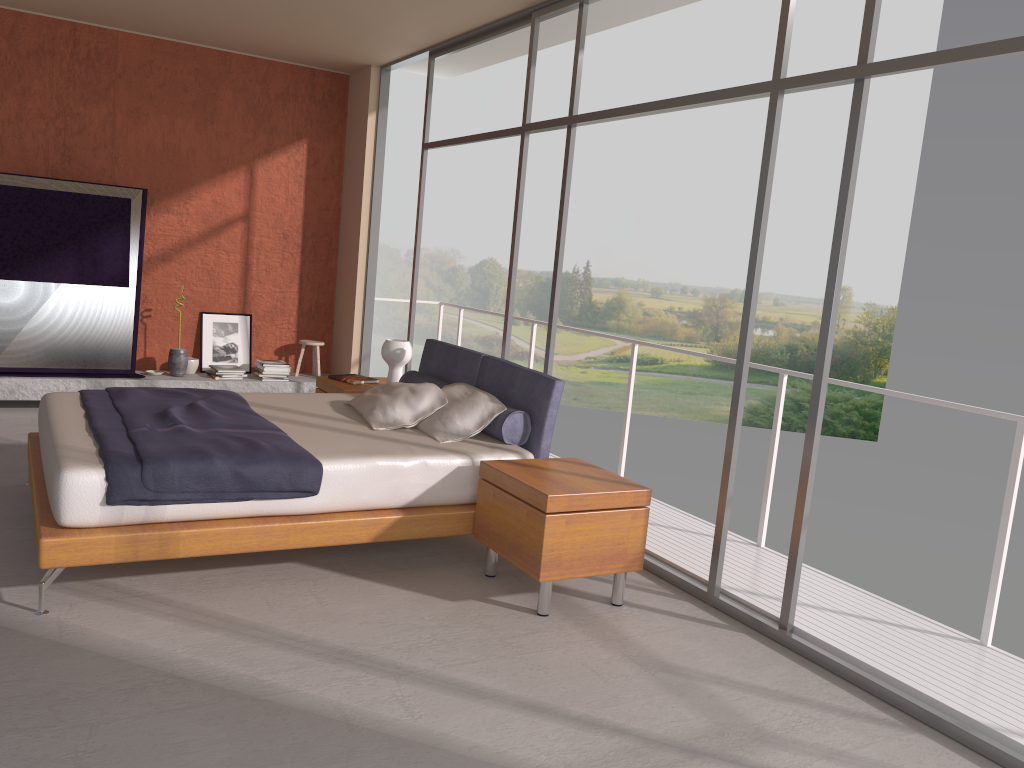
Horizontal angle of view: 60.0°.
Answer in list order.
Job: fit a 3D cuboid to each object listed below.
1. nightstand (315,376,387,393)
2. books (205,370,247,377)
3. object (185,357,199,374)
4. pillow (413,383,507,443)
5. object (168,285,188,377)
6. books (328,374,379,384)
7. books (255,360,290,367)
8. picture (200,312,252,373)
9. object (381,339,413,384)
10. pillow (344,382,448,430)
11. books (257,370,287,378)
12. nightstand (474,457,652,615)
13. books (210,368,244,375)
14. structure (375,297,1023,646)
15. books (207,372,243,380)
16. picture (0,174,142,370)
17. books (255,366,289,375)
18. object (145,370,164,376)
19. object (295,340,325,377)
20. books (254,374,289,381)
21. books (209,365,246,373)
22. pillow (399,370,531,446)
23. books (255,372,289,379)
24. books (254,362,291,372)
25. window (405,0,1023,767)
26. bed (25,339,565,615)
[{"bbox_3d":[-1.075,0.270,6.466,0.562,0.556,0.628,1,9,-30],"label":"nightstand"},{"bbox_3d":[-2.572,-0.096,7.989,0.247,0.018,0.328,-3,11,-45],"label":"books"},{"bbox_3d":[-2.916,-0.160,7.985,0.179,0.137,0.180,3,8,-17],"label":"object"},{"bbox_3d":[-0.359,0.152,4.998,0.400,0.265,0.791,1,9,-27],"label":"pillow"},{"bbox_3d":[-2.902,-0.466,7.737,0.165,0.810,0.165,4,8,-7],"label":"object"},{"bbox_3d":[-1.158,-0.036,6.492,0.287,0.025,0.247,12,10,40],"label":"books"},{"bbox_3d":[-2.201,-0.188,8.148,0.247,0.025,0.287,1,9,-30],"label":"books"},{"bbox_3d":[-2.646,-0.380,8.217,0.458,0.550,0.117,1,9,-30],"label":"picture"},{"bbox_3d":[-0.825,-0.143,6.318,0.224,0.338,0.224,3,8,-18],"label":"object"},{"bbox_3d":[-0.696,0.101,5.214,0.431,0.264,0.869,2,8,-22],"label":"pillow"},{"bbox_3d":[-2.201,-0.094,8.137,0.247,0.025,0.287,3,8,-19],"label":"books"},{"bbox_3d":[0.217,0.699,4.204,0.562,0.556,0.628,1,9,-30],"label":"nightstand"},{"bbox_3d":[-2.560,-0.116,7.975,0.247,0.025,0.287,1,9,-28],"label":"books"},{"bbox_3d":[0.837,0.309,5.290,0.728,1.005,7.689,1,9,-30],"label":"structure"},{"bbox_3d":[-2.582,-0.072,7.978,0.247,0.025,0.287,0,9,-33],"label":"books"},{"bbox_3d":[-3.608,-0.875,7.150,1.129,1.496,0.126,1,9,-30],"label":"picture"},{"bbox_3d":[-2.204,-0.124,8.151,0.247,0.027,0.328,1,9,-28],"label":"books"},{"bbox_3d":[-3.121,-0.090,7.748,0.152,0.040,0.152,6,8,5],"label":"object"},{"bbox_3d":[-1.907,-0.234,8.464,0.260,0.349,0.257,10,9,29],"label":"object"},{"bbox_3d":[-2.210,-0.058,8.161,0.247,0.018,0.328,1,9,-28],"label":"books"},{"bbox_3d":[-2.562,-0.137,7.976,0.247,0.018,0.328,0,9,-33],"label":"books"},{"bbox_3d":[-0.320,0.120,5.334,0.205,0.201,1.470,1,9,-30],"label":"pillow"},{"bbox_3d":[-2.212,-0.077,8.163,0.247,0.018,0.287,1,9,-30],"label":"books"},{"bbox_3d":[-2.201,-0.156,8.147,0.247,0.038,0.319,0,9,-32],"label":"books"},{"bbox_3d":[0.675,-0.635,4.791,0.075,3.133,6.106,1,9,-30],"label":"window"},{"bbox_3d":[-1.238,0.280,4.855,2.462,0.959,2.017,1,9,-30],"label":"bed"}]
